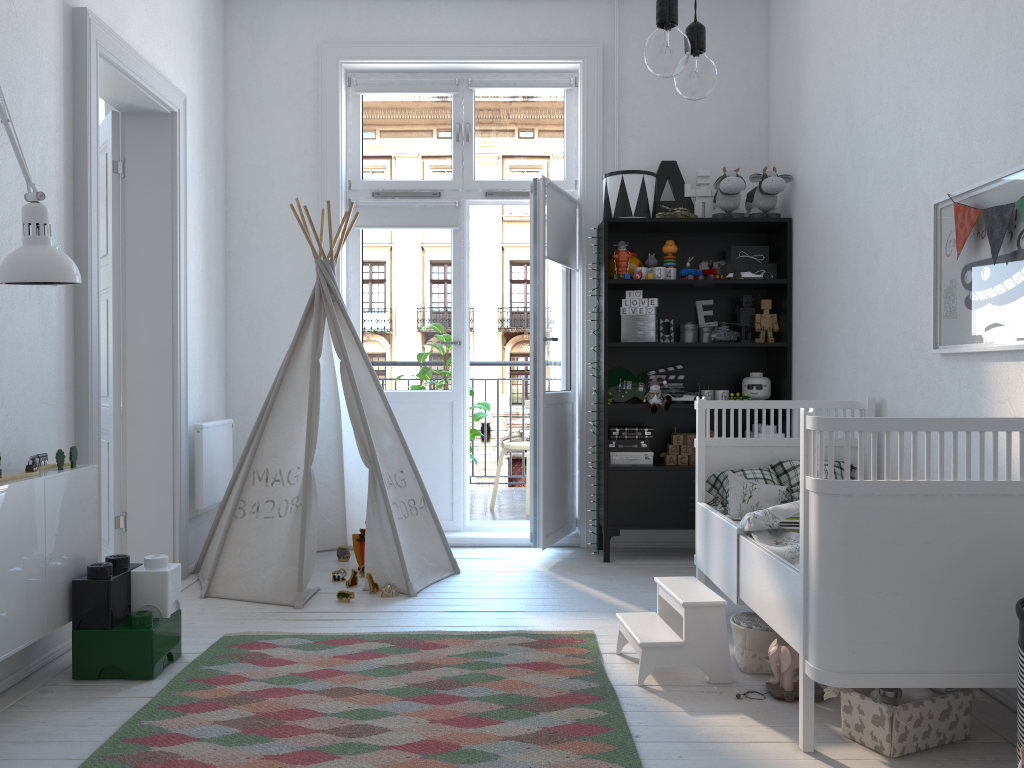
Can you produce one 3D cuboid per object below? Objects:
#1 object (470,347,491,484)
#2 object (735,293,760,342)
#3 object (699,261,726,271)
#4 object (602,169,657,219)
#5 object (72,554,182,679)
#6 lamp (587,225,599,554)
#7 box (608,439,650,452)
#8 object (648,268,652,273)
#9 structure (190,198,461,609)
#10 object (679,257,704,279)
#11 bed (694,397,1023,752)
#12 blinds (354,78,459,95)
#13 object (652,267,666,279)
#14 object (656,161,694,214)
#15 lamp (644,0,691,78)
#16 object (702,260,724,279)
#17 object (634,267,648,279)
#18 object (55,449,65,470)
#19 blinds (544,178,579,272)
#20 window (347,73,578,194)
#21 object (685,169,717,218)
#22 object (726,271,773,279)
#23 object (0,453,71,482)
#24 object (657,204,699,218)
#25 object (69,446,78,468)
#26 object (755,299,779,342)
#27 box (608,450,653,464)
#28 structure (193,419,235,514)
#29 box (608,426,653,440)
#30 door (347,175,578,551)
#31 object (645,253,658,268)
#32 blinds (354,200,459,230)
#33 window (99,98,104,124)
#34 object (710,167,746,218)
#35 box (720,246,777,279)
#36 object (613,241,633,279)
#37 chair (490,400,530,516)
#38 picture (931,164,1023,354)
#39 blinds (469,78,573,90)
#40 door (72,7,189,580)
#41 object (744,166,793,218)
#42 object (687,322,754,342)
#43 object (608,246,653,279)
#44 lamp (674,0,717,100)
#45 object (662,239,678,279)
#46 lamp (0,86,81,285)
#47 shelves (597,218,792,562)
[{"bbox_3d":[-0.397,0.250,5.889,0.719,1.225,0.490,0,1,10],"label":"object"},{"bbox_3d":[1.242,-0.305,4.516,0.117,0.259,0.081,0,1,0],"label":"object"},{"bbox_3d":[1.197,-0.549,4.630,0.347,0.132,0.037,0,1,-1],"label":"object"},{"bbox_3d":[0.665,-0.910,4.531,0.271,0.259,0.396,0,1,28],"label":"object"},{"bbox_3d":[-1.167,0.731,2.757,0.246,0.332,0.246,0,1,0],"label":"object"},{"bbox_3d":[0.918,0.054,4.550,0.985,1.684,0.095,0,1,-3],"label":"lamp"},{"bbox_3d":[0.621,0.337,4.508,0.215,0.062,0.179,0,0,0],"label":"box"},{"bbox_3d":[0.737,-0.514,4.448,0.067,0.067,0.067,0,1,-26],"label":"object"},{"bbox_3d":[-0.811,0.032,4.049,1.147,1.750,1.139,0,1,-24],"label":"structure"},{"bbox_3d":[0.939,-0.543,4.430,0.121,0.126,0.086,0,1,-23],"label":"object"},{"bbox_3d":[1.055,0.486,2.749,0.670,0.833,1.403,0,0,0],"label":"bed"},{"bbox_3d":[-0.526,-1.580,4.781,0.565,0.087,0.032,0,1,-1],"label":"blinds"},{"bbox_3d":[0.771,-0.514,4.390,0.067,0.067,0.067,0,1,1],"label":"object"},{"bbox_3d":[0.856,-0.952,4.607,0.343,0.344,0.057,0,1,-1],"label":"object"},{"bbox_3d":[-0.013,-1.256,2.010,0.074,1.530,1.376,0,1,-25],"label":"lamp"},{"bbox_3d":[1.049,-0.543,4.472,0.087,0.112,0.121,0,1,-29],"label":"object"},{"bbox_3d":[0.683,-0.514,4.404,0.067,0.067,0.067,0,1,1],"label":"object"},{"bbox_3d":[-1.335,0.245,2.660,0.007,0.063,0.029,1,1,27],"label":"object"},{"bbox_3d":[0.305,-0.769,4.521,0.032,0.390,0.567,0,1,20],"label":"blinds"},{"bbox_3d":[-0.221,-1.331,4.809,1.263,0.660,0.101,0,1,-1],"label":"window"},{"bbox_3d":[1.030,-0.925,4.578,0.190,0.290,0.065,0,1,5],"label":"object"},{"bbox_3d":[1.213,-0.504,4.386,0.231,0.048,0.098,0,0,-10],"label":"object"},{"bbox_3d":[-1.376,0.254,2.360,0.111,0.047,0.901,0,0,-5],"label":"object"},{"bbox_3d":[0.858,-0.830,4.426,0.120,0.100,0.340,0,0,35],"label":"object"},{"bbox_3d":[-1.328,0.243,2.728,0.009,0.067,0.054,0,1,-9],"label":"object"},{"bbox_3d":[1.318,-0.285,4.455,0.114,0.221,0.052,0,1,-1],"label":"object"},{"bbox_3d":[0.640,0.399,4.510,0.215,0.062,0.179,0,0,0],"label":"box"},{"bbox_3d":[-1.404,0.436,4.366,0.076,0.460,0.635,0,0,-4],"label":"structure"},{"bbox_3d":[0.640,0.276,4.509,0.215,0.062,0.179,0,0,0],"label":"box"},{"bbox_3d":[-0.229,-0.081,4.584,1.263,1.839,0.637,0,1,1],"label":"door"},{"bbox_3d":[0.759,-0.561,4.551,0.063,0.160,0.063,0,1,-22],"label":"object"},{"bbox_3d":[-0.526,-0.886,4.794,0.565,0.158,0.032,0,1,-1],"label":"blinds"},{"bbox_3d":[-2.796,-0.798,5.012,1.357,1.902,0.094,0,1,-1],"label":"window"},{"bbox_3d":[1.114,-0.902,4.414,0.154,0.253,0.370,0,0,8],"label":"object"},{"bbox_3d":[1.249,-0.576,4.524,0.251,0.189,0.179,0,1,0],"label":"box"},{"bbox_3d":[0.596,-0.583,4.402,0.105,0.203,0.072,0,1,7],"label":"object"},{"bbox_3d":[0.203,0.507,5.872,0.434,0.715,0.500,1,1,45],"label":"chair"},{"bbox_3d":[1.392,-0.323,2.514,0.030,0.493,0.703,0,0,0],"label":"picture"},{"bbox_3d":[0.095,-1.593,4.787,0.565,0.060,0.032,0,1,-1],"label":"blinds"},{"bbox_3d":[-1.617,-0.184,3.735,0.506,2.177,1.461,0,1,-15],"label":"door"},{"bbox_3d":[1.267,-0.902,4.420,0.211,0.253,0.385,0,0,-16],"label":"object"},{"bbox_3d":[1.107,-0.228,4.465,0.367,0.106,0.349,0,0,1],"label":"object"},{"bbox_3d":[0.629,-0.578,4.473,0.197,0.197,0.318,0,0,-4],"label":"object"},{"bbox_3d":[0.059,-1.256,2.129,0.074,1.530,1.376,0,1,-25],"label":"lamp"},{"bbox_3d":[0.830,-0.587,4.428,0.076,0.213,0.077,1,1,33],"label":"object"},{"bbox_3d":[-1.363,-0.573,2.161,0.199,0.656,0.654,1,1,33],"label":"lamp"},{"bbox_3d":[0.944,0.058,4.487,0.911,1.678,0.353,0,1,0],"label":"shelves"}]
